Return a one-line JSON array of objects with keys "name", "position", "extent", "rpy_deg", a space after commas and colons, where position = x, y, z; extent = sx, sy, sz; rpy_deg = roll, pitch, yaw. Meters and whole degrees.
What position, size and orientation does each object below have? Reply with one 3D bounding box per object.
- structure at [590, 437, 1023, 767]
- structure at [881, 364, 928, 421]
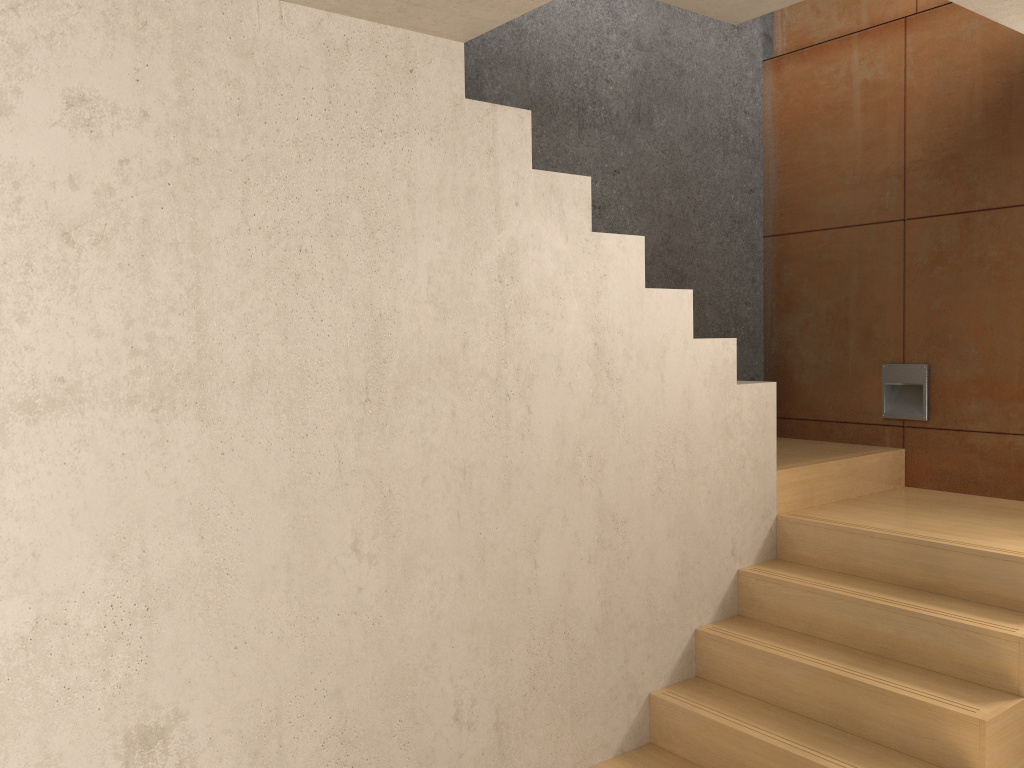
[{"name": "structure", "position": [1.029, 0.919, 3.355], "extent": [2.400, 1.110, 1.950], "rpy_deg": [-3, 4, -38]}, {"name": "structure", "position": [1.880, 0.034, 4.202], "extent": [0.096, 0.260, 0.220], "rpy_deg": [-3, 4, -38]}]
